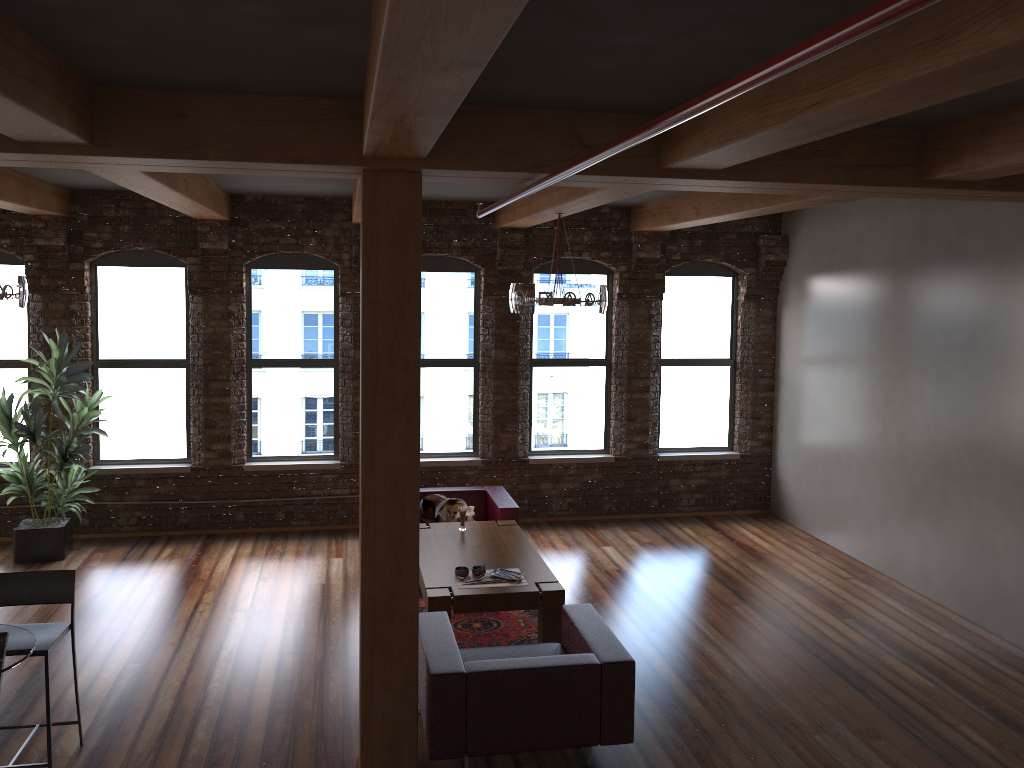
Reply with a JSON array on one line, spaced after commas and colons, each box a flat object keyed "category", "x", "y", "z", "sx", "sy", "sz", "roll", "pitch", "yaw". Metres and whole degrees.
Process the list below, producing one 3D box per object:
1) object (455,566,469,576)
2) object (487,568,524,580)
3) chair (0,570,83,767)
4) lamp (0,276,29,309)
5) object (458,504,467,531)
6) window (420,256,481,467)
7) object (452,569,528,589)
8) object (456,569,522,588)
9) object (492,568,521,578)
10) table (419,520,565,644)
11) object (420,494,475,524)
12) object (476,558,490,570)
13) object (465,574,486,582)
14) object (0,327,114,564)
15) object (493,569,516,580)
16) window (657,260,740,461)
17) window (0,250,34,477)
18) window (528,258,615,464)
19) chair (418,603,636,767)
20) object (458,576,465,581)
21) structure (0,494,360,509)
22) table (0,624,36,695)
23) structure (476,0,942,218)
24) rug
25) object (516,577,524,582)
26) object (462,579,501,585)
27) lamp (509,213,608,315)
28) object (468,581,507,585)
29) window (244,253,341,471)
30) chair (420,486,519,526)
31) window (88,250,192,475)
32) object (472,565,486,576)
[{"category": "object", "x": -0.342, "y": 1.283, "z": 6.058, "sx": 0.099, "sy": 0.043, "sz": 0.099, "roll": 2, "pitch": 6, "yaw": 15}, {"category": "object", "x": -0.043, "y": 1.302, "z": 6.042, "sx": 0.213, "sy": 0.018, "sz": 0.154, "roll": 5, "pitch": 8, "yaw": 34}, {"category": "chair", "x": -2.496, "y": 1.508, "z": 4.527, "sx": 0.430, "sy": 0.979, "sz": 0.468, "roll": 0, "pitch": 4, "yaw": -11}, {"category": "lamp", "x": -3.964, "y": -0.956, "z": 6.410, "sx": 0.810, "sy": 0.812, "sz": 0.811, "roll": 4, "pitch": 6, "yaw": 32}, {"category": "object", "x": -0.396, "y": 1.066, "z": 7.183, "sx": 0.076, "sy": 0.231, "sz": 0.095, "roll": 2, "pitch": 4, "yaw": 22}, {"category": "window", "x": -0.799, "y": -0.251, "z": 9.337, "sx": 0.968, "sy": 2.208, "sz": 0.236, "roll": 0, "pitch": 4, "yaw": -11}, {"category": "object", "x": -0.153, "y": 1.315, "z": 5.999, "sx": 0.469, "sy": 0.001, "sz": 0.354, "roll": 0, "pitch": 6, "yaw": -11}, {"category": "object", "x": -0.152, "y": 1.316, "z": 5.998, "sx": 0.471, "sy": 0.003, "sz": 0.333, "roll": 0, "pitch": 6, "yaw": -11}, {"category": "object", "x": -0.040, "y": 1.289, "z": 6.048, "sx": 0.007, "sy": 0.008, "sz": 0.271, "roll": -4, "pitch": 8, "yaw": -45}, {"category": "table", "x": -0.260, "y": 1.526, "z": 6.586, "sx": 0.900, "sy": 0.548, "sz": 1.757, "roll": 0, "pitch": 6, "yaw": -11}, {"category": "object", "x": -0.581, "y": 1.168, "z": 7.951, "sx": 0.365, "sy": 0.296, "sz": 0.756, "roll": -4, "pitch": 7, "yaw": -39}, {"category": "object", "x": -0.206, "y": 1.253, "z": 6.103, "sx": 0.045, "sy": 0.079, "sz": 0.137, "roll": 5, "pitch": 7, "yaw": 44}, {"category": "object", "x": -0.244, "y": 1.304, "z": 5.945, "sx": 0.153, "sy": 0.030, "sz": 0.045, "roll": -2, "pitch": 6, "yaw": -26}, {"category": "object", "x": -4.302, "y": 0.525, "z": 8.105, "sx": 1.080, "sy": 2.097, "sz": 0.970, "roll": 1, "pitch": 4, "yaw": 2}, {"category": "object", "x": -0.055, "y": 1.292, "z": 6.024, "sx": 0.007, "sy": 0.008, "sz": 0.271, "roll": -3, "pitch": 7, "yaw": -36}, {"category": "window", "x": 2.083, "y": -0.271, "z": 9.887, "sx": 0.968, "sy": 2.208, "sz": 0.236, "roll": 0, "pitch": 4, "yaw": -11}, {"category": "window", "x": -5.120, "y": -0.220, "z": 8.513, "sx": 0.968, "sy": 2.208, "sz": 0.236, "roll": 0, "pitch": 4, "yaw": -11}, {"category": "window", "x": 0.642, "y": -0.261, "z": 9.612, "sx": 0.968, "sy": 2.208, "sz": 0.236, "roll": 0, "pitch": 4, "yaw": -11}, {"category": "chair", "x": 0.034, "y": 1.689, "z": 4.939, "sx": 1.071, "sy": 0.591, "sz": 0.869, "roll": 0, "pitch": 6, "yaw": -11}, {"category": "object", "x": -0.336, "y": 1.307, "z": 5.947, "sx": 0.059, "sy": 0.021, "sz": 0.018, "roll": 4, "pitch": 6, "yaw": 31}, {"category": "structure", "x": -8.188, "y": 1.112, "z": 7.869, "sx": 13.707, "sy": 0.312, "sz": 1.639, "roll": -1, "pitch": 7, "yaw": -18}, {"category": "table", "x": -2.452, "y": 1.622, "z": 3.821, "sx": 0.722, "sy": 0.921, "sz": 0.724, "roll": 2, "pitch": 5, "yaw": 14}, {"category": "structure", "x": 0.395, "y": -0.872, "z": 3.076, "sx": 0.051, "sy": 0.111, "sz": 6.835, "roll": 0, "pitch": 6, "yaw": -11}, {"category": "rug", "x": -0.248, "y": 1.802, "z": 6.560, "sx": 1.343, "sy": 0.009, "sz": 2.472, "roll": 0, "pitch": 6, "yaw": -11}, {"category": "object", "x": 0.054, "y": 1.313, "z": 5.943, "sx": 0.059, "sy": 0.021, "sz": 0.018, "roll": -2, "pitch": 6, "yaw": -24}, {"category": "object", "x": -0.203, "y": 1.320, "z": 5.906, "sx": 0.270, "sy": 0.008, "sz": 0.007, "roll": -2, "pitch": 6, "yaw": -21}, {"category": "lamp", "x": 0.384, "y": -0.987, "z": 7.240, "sx": 0.810, "sy": 0.812, "sz": 0.811, "roll": 4, "pitch": 6, "yaw": 30}, {"category": "object", "x": -0.163, "y": 1.322, "z": 5.894, "sx": 0.270, "sy": 0.008, "sz": 0.007, "roll": -1, "pitch": 5, "yaw": -15}, {"category": "window", "x": -2.239, "y": -0.240, "z": 9.062, "sx": 0.968, "sy": 2.208, "sz": 0.236, "roll": 0, "pitch": 4, "yaw": -11}, {"category": "chair", "x": -0.544, "y": 1.330, "z": 8.095, "sx": 1.071, "sy": 0.591, "sz": 0.869, "roll": 0, "pitch": 6, "yaw": -11}, {"category": "window", "x": -3.679, "y": -0.230, "z": 8.788, "sx": 0.968, "sy": 2.208, "sz": 0.236, "roll": 0, "pitch": 4, "yaw": -11}, {"category": "object", "x": -0.227, "y": 1.282, "z": 6.083, "sx": 0.099, "sy": 0.043, "sz": 0.099, "roll": 4, "pitch": 7, "yaw": 27}]
